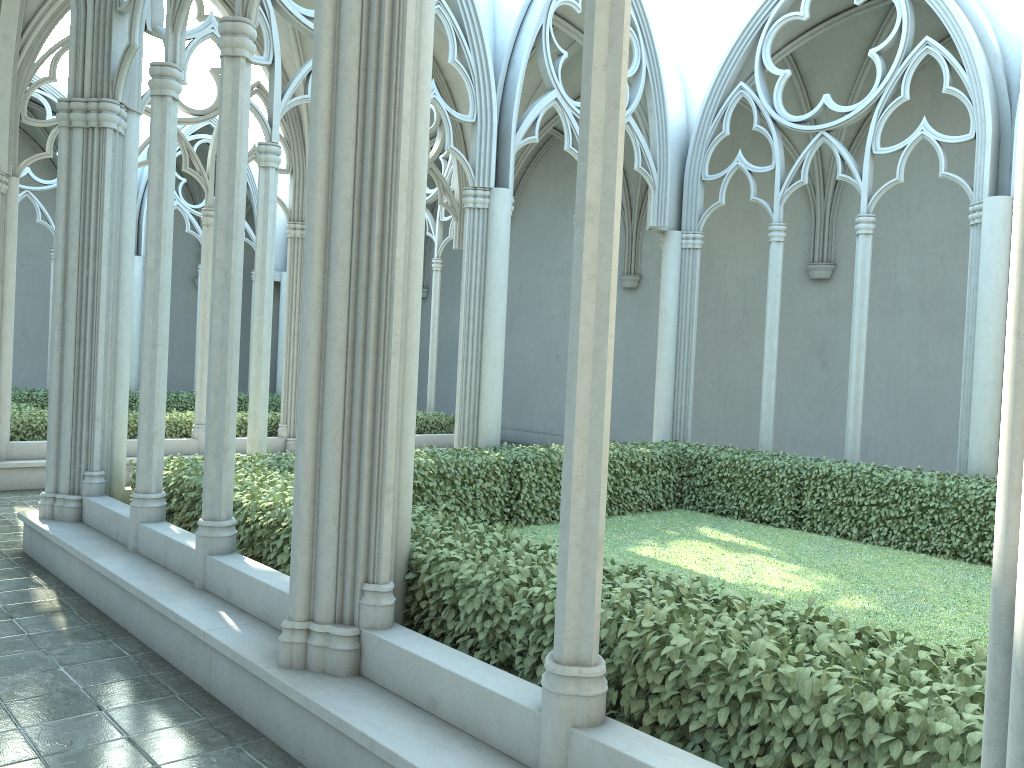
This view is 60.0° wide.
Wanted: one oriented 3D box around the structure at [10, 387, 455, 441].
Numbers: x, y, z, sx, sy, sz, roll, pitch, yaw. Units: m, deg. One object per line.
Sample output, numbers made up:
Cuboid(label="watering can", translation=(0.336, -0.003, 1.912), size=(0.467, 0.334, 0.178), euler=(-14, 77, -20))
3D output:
Cuboid(label="structure", translation=(-6.569, 0.741, 17.522), size=(7.995, 0.963, 8.018), euler=(2, 1, -41))

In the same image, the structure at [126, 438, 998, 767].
Cuboid(label="structure", translation=(2.045, 1.337, 7.717), size=(7.995, 0.963, 8.018), euler=(2, 1, -41))
